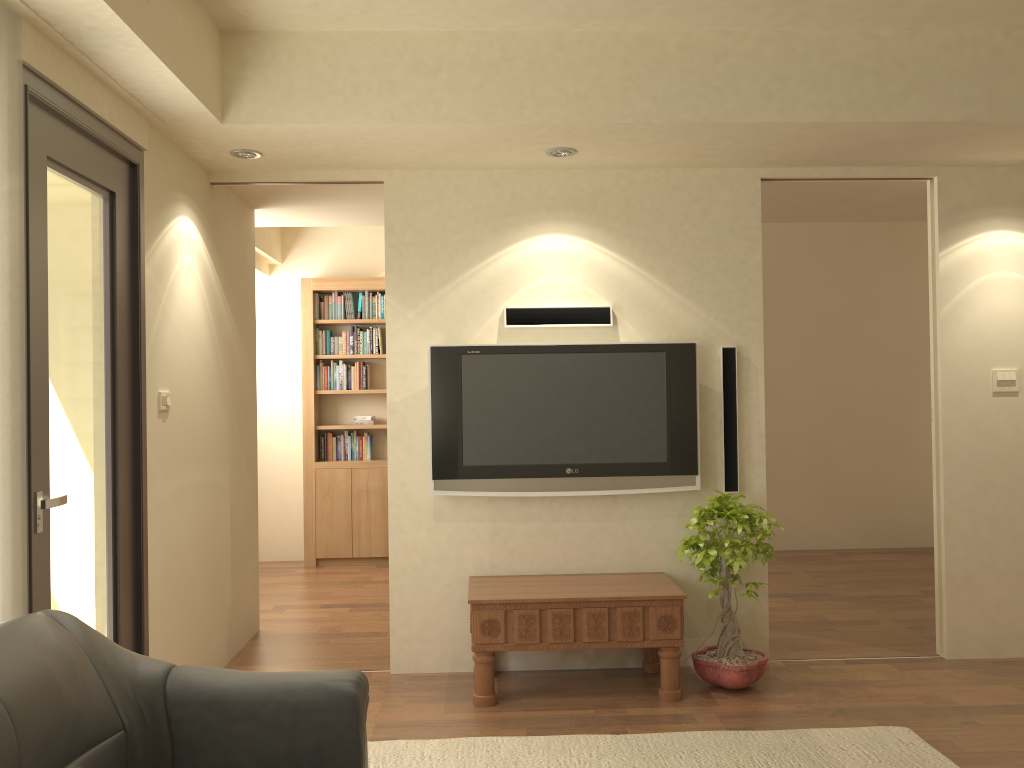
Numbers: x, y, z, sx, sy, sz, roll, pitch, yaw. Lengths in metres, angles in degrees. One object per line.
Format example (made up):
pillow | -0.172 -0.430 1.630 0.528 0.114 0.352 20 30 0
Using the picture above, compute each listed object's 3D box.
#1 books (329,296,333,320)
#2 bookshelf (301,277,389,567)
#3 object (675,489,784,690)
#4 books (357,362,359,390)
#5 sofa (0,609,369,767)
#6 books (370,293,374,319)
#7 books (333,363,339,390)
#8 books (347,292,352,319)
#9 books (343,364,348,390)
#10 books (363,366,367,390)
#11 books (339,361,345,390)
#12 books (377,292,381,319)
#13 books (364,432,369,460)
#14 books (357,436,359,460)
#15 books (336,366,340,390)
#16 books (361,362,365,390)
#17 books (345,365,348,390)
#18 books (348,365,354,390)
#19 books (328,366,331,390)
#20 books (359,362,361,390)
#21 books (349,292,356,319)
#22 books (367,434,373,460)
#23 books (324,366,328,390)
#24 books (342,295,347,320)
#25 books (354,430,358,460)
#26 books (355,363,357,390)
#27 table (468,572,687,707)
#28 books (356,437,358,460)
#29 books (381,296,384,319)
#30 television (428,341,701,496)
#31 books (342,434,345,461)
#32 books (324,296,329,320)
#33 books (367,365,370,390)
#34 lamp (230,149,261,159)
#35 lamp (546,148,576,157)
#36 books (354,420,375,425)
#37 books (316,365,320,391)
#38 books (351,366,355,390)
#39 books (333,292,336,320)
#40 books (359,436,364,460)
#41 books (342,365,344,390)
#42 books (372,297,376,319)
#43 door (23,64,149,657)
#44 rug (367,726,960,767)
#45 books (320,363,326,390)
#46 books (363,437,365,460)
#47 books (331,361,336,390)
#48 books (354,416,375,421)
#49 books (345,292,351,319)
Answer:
books | -1.562 -0.652 7.704 0.036 0.218 0.124 -1 -1 -2
bookshelf | -0.302 0.302 7.684 2.945 2.440 0.301 -1 -1 -2
object | 1.065 0.984 4.320 0.565 0.957 0.528 -1 -1 41
books | -1.324 -0.070 7.691 0.016 0.243 0.158 -1 -1 -2
sofa | -0.822 0.992 1.456 0.944 0.918 2.337 -1 -1 -2
books | -1.214 -0.666 7.699 0.017 0.235 0.157 -1 -1 -2
books | -1.523 -0.064 7.693 0.026 0.237 0.139 -1 -1 -2
books | -1.397 -0.666 7.698 0.043 0.242 0.148 -1 -1 -2
books | -1.439 -0.059 7.682 0.014 0.224 0.168 -1 -1 -2
books | -1.267 -0.053 7.690 0.026 0.207 0.163 -1 -1 -2
books | -1.470 -0.074 7.688 0.026 0.254 0.154 -1 -1 -2
books | -1.153 -0.671 7.701 0.016 0.243 0.158 -1 -1 -2
books | -1.264 0.539 7.733 0.026 0.237 0.156 -1 -1 -2
books | -1.330 0.556 7.725 0.010 0.206 0.167 -1 -1 -2
books | -1.496 -0.051 7.686 0.026 0.211 0.156 -1 -1 -2
books | -1.291 -0.070 7.695 0.019 0.242 0.152 -1 -1 -2
books | -1.425 -0.055 7.682 0.013 0.215 0.168 -1 -1 -2
books | -1.401 -0.056 7.705 0.036 0.218 0.124 -1 -1 -2
books | -1.572 -0.048 7.677 0.010 0.206 0.167 -1 -1 -2
books | -1.308 -0.070 7.697 0.015 0.242 0.148 -1 -1 -2
books | -1.381 -0.667 7.698 0.043 0.242 0.148 -1 -1 -2
books | -1.238 0.550 7.728 0.026 0.215 0.167 -1 -1 -2
books | -1.595 -0.048 7.679 0.036 0.206 0.162 -1 -1 -2
books | -1.454 -0.653 7.685 0.013 0.215 0.168 -1 -1 -2
books | -1.357 0.532 7.735 0.019 0.255 0.145 -1 -1 -2
books | -1.341 -0.066 7.691 0.017 0.235 0.157 -1 -1 -2
table | 0.297 1.229 4.329 1.009 0.493 0.538 -1 -1 -2
books | -1.341 0.559 7.737 0.011 0.200 0.143 -1 -1 -2
books | -1.115 -0.654 7.700 0.026 0.207 0.163 -1 -1 -2
television | 0.266 0.180 4.547 1.377 0.778 0.110 -1 -1 -2
books | -1.463 0.549 7.720 0.014 0.224 0.168 -1 -1 -2
books | -1.600 -0.652 7.702 0.036 0.218 0.124 -1 -1 -2
books | -1.248 -0.057 7.709 0.011 0.215 0.127 -1 -1 -2
lamp | -1.273 -1.117 4.238 0.143 0.059 0.143 -1 -1 4
lamp | 0.237 -1.139 4.292 0.143 0.059 0.143 -1 -1 4
books | -1.281 0.334 7.702 0.165 0.036 0.111 -1 -1 -2
books | -1.664 -0.051 7.674 0.026 0.215 0.167 -1 -1 -2
books | -1.366 -0.049 7.693 0.032 0.202 0.150 -1 -1 -2
books | -1.533 -0.665 7.691 0.019 0.242 0.152 -1 -1 -2
books | -1.306 0.556 7.728 0.036 0.206 0.162 -1 -1 -2
books | -1.451 -0.054 7.681 0.009 0.215 0.168 -1 -1 -2
books | -1.188 -0.650 7.704 0.032 0.202 0.150 -1 -1 -2
door | -1.537 0.230 3.168 0.118 2.420 1.011 -1 -1 -2
rug | 0.498 1.445 1.932 2.482 0.011 3.592 -1 -1 -2
books | -1.638 -0.062 7.681 0.026 0.237 0.156 -1 -1 -2
books | -1.283 0.557 7.731 0.011 0.202 0.158 -1 -1 -2
books | -1.546 -0.073 7.689 0.019 0.255 0.145 -1 -1 -2
books | -1.276 0.296 7.695 0.165 0.036 0.111 -1 -1 3
books | -1.412 -0.666 7.697 0.043 0.242 0.148 -1 -1 -2
